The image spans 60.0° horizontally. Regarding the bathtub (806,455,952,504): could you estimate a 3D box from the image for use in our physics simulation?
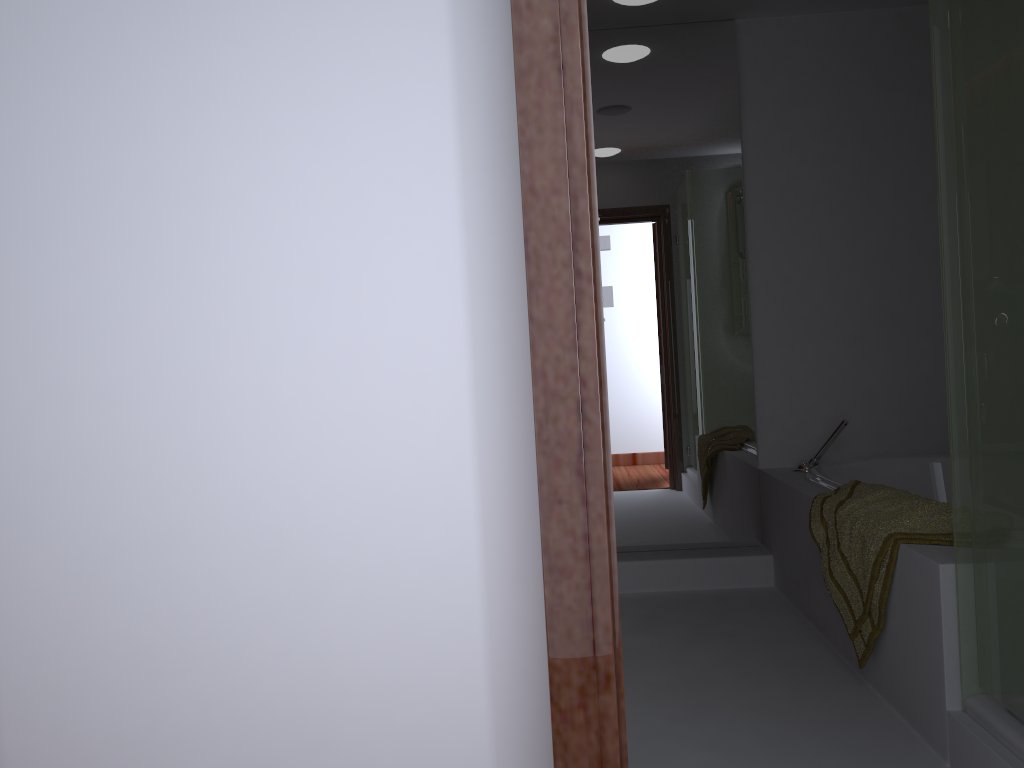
[{"bbox_3d":[1.517,0.526,2.815,0.881,0.424,1.683,-3,1,3],"label":"bathtub"}]

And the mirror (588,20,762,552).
[{"bbox_3d":[0.272,-0.375,3.734,1.433,2.183,0.019,-3,1,3],"label":"mirror"}]

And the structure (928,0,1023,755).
[{"bbox_3d":[1.424,-0.202,1.537,1.015,2.079,0.765,-3,1,3],"label":"structure"}]

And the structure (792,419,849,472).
[{"bbox_3d":[1.239,0.266,3.548,0.239,0.257,0.112,-2,1,34],"label":"structure"}]

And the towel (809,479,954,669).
[{"bbox_3d":[1.097,0.535,2.511,0.349,0.452,0.890,-3,1,-2],"label":"towel"}]
